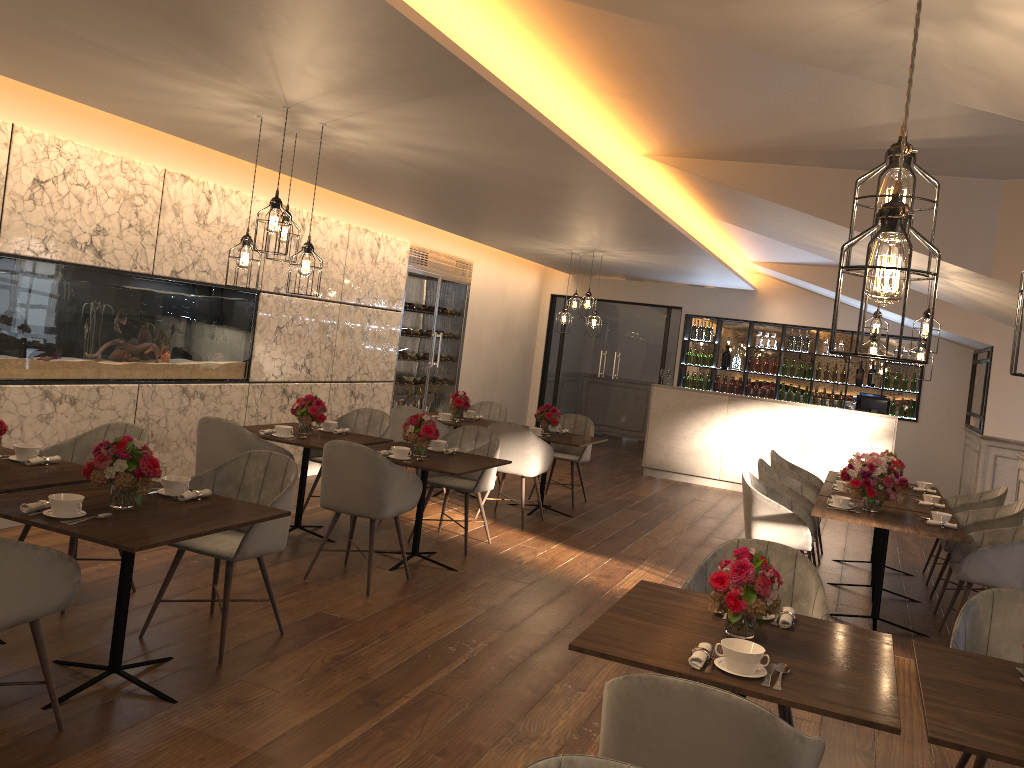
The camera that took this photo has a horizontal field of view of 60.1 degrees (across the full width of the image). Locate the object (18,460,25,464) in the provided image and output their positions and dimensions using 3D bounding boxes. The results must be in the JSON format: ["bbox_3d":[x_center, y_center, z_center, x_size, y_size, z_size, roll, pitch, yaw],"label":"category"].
[{"bbox_3d":[-2.265,0.367,4.217,0.025,0.024,0.192,7,3,22],"label":"object"}]

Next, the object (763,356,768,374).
[{"bbox_3d":[3.688,-0.276,12.857,0.065,0.261,0.066,7,0,0],"label":"object"}]

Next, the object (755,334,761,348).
[{"bbox_3d":[3.584,-0.627,12.884,0.070,0.190,0.041,7,0,21],"label":"object"}]

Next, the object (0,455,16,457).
[{"bbox_3d":[-2.447,0.346,4.280,0.043,0.015,0.197,8,3,18],"label":"object"}]

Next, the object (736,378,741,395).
[{"bbox_3d":[3.326,0.039,12.986,0.065,0.261,0.066,7,0,0],"label":"object"}]

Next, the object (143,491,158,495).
[{"bbox_3d":[-1.572,0.477,3.915,0.022,0.004,0.210,8,3,22],"label":"object"}]

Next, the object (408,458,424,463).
[{"bbox_3d":[-0.613,0.491,5.692,0.043,0.015,0.197,8,3,18],"label":"object"}]

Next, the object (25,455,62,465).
[{"bbox_3d":[-2.229,0.364,4.213,0.056,0.039,0.175,8,3,22],"label":"object"}]

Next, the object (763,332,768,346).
[{"bbox_3d":[3.681,-0.650,12.846,0.069,0.208,0.040,7,0,22],"label":"object"}]

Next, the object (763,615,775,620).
[{"bbox_3d":[0.850,0.777,3.111,0.148,0.072,0.148,6,2,-11],"label":"object"}]

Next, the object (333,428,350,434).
[{"bbox_3d":[-1.269,0.351,6.598,0.056,0.039,0.175,8,3,22],"label":"object"}]

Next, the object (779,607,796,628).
[{"bbox_3d":[0.953,0.809,3.068,0.056,0.039,0.175,8,3,22],"label":"object"}]

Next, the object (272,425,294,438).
[{"bbox_3d":[-1.566,0.327,6.063,0.148,0.072,0.149,6,3,-26],"label":"object"}]

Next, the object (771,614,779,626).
[{"bbox_3d":[0.917,0.812,3.072,0.025,0.024,0.192,7,3,22],"label":"object"}]

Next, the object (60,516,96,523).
[{"bbox_3d":[-1.603,0.505,3.327,0.022,0.004,0.210,8,3,22],"label":"object"}]

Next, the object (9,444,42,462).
[{"bbox_3d":[-2.332,0.333,4.255,0.148,0.072,0.148,7,2,-1],"label":"object"}]

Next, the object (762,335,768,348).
[{"bbox_3d":[3.677,-0.614,12.846,0.070,0.190,0.041,7,0,21],"label":"object"}]

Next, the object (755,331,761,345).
[{"bbox_3d":[3.589,-0.663,12.884,0.069,0.208,0.040,7,0,22],"label":"object"}]

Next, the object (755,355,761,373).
[{"bbox_3d":[3.587,-0.291,12.899,0.065,0.261,0.066,7,0,0],"label":"object"}]

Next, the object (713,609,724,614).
[{"bbox_3d":[0.743,0.792,3.132,0.043,0.015,0.197,8,3,25],"label":"object"}]

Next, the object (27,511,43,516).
[{"bbox_3d":[-1.753,0.474,3.371,0.025,0.024,0.192,7,3,22],"label":"object"}]

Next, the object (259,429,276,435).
[{"bbox_3d":[-1.673,0.329,6.105,0.056,0.039,0.175,8,3,22],"label":"object"}]

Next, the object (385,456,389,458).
[{"bbox_3d":[-0.793,0.461,5.756,0.025,0.024,0.192,7,3,22],"label":"object"}]

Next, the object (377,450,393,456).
[{"bbox_3d":[-0.828,0.450,5.760,0.056,0.039,0.175,8,3,22],"label":"object"}]

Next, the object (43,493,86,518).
[{"bbox_3d":[-1.680,0.461,3.332,0.148,0.072,0.148,7,2,-1],"label":"object"}]

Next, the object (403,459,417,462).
[{"bbox_3d":[-0.643,0.492,5.712,0.022,0.004,0.210,8,3,22],"label":"object"}]

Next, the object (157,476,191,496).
[{"bbox_3d":[-1.487,0.453,3.910,0.148,0.072,0.148,7,2,-1],"label":"object"}]

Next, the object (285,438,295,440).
[{"bbox_3d":[-1.489,0.372,6.058,0.022,0.004,0.210,8,3,22],"label":"object"}]

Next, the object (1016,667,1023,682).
[{"bbox_3d":[1.612,0.916,2.777,0.043,0.015,0.197,8,3,25],"label":"object"}]

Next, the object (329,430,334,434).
[{"bbox_3d":[-1.306,0.354,6.602,0.025,0.024,0.192,7,3,22],"label":"object"}]

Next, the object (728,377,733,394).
[{"bbox_3d":[3.224,0.024,13.028,0.065,0.261,0.066,7,0,0],"label":"object"}]

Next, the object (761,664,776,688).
[{"bbox_3d":[0.734,0.830,2.528,0.022,0.004,0.210,8,3,22],"label":"object"}]

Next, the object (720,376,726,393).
[{"bbox_3d":[3.122,0.010,13.069,0.065,0.261,0.066,7,0,0],"label":"object"}]

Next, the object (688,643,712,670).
[{"bbox_3d":[0.550,0.787,2.576,0.056,0.039,0.175,8,3,22],"label":"object"}]

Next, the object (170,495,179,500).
[{"bbox_3d":[-1.420,0.487,3.871,0.025,0.024,0.192,7,3,22],"label":"object"}]

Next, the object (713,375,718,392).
[{"bbox_3d":[3.021,-0.005,13.111,0.065,0.261,0.066,7,0,0],"label":"object"}]

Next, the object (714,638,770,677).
[{"bbox_3d":[0.657,0.785,2.533,0.148,0.072,0.148,6,2,-11],"label":"object"}]

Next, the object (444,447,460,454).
[{"bbox_3d":[-0.424,0.472,6.252,0.056,0.039,0.175,8,3,22],"label":"object"}]

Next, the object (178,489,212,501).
[{"bbox_3d":[-1.384,0.485,3.867,0.056,0.039,0.175,8,3,22],"label":"object"}]

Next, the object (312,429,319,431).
[{"bbox_3d":[-1.458,0.344,6.645,0.022,0.004,0.210,8,3,22],"label":"object"}]

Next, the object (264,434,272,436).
[{"bbox_3d":[-1.639,0.341,6.101,0.025,0.024,0.192,7,3,22],"label":"object"}]

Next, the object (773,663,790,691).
[{"bbox_3d":[0.764,0.829,2.509,0.043,0.015,0.197,8,3,18],"label":"object"}]

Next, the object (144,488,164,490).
[{"bbox_3d":[-1.601,0.467,3.934,0.043,0.015,0.197,8,3,18],"label":"object"}]

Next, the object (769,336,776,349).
[{"bbox_3d":[3.769,-0.601,12.809,0.070,0.190,0.041,7,0,21],"label":"object"}]

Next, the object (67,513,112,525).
[{"bbox_3d":[-1.573,0.504,3.308,0.043,0.015,0.197,8,3,18],"label":"object"}]

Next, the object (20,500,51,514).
[{"bbox_3d":[-1.787,0.463,3.375,0.056,0.039,0.175,8,3,22],"label":"object"}]

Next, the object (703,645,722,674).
[{"bbox_3d":[0.584,0.799,2.572,0.025,0.024,0.192,7,3,22],"label":"object"}]

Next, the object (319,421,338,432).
[{"bbox_3d":[-1.372,0.320,6.640,0.148,0.072,0.149,6,3,-26],"label":"object"}]

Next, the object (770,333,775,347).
[{"bbox_3d":[3.774,-0.637,12.809,0.069,0.208,0.040,7,0,22],"label":"object"}]

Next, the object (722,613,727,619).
[{"bbox_3d":[0.765,0.802,3.116,0.022,0.004,0.210,8,3,22],"label":"object"}]

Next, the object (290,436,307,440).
[{"bbox_3d":[-1.458,0.371,6.038,0.043,0.015,0.197,8,3,18],"label":"object"}]

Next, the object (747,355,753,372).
[{"bbox_3d":[3.485,-0.305,12.940,0.065,0.261,0.066,7,0,0],"label":"object"}]
